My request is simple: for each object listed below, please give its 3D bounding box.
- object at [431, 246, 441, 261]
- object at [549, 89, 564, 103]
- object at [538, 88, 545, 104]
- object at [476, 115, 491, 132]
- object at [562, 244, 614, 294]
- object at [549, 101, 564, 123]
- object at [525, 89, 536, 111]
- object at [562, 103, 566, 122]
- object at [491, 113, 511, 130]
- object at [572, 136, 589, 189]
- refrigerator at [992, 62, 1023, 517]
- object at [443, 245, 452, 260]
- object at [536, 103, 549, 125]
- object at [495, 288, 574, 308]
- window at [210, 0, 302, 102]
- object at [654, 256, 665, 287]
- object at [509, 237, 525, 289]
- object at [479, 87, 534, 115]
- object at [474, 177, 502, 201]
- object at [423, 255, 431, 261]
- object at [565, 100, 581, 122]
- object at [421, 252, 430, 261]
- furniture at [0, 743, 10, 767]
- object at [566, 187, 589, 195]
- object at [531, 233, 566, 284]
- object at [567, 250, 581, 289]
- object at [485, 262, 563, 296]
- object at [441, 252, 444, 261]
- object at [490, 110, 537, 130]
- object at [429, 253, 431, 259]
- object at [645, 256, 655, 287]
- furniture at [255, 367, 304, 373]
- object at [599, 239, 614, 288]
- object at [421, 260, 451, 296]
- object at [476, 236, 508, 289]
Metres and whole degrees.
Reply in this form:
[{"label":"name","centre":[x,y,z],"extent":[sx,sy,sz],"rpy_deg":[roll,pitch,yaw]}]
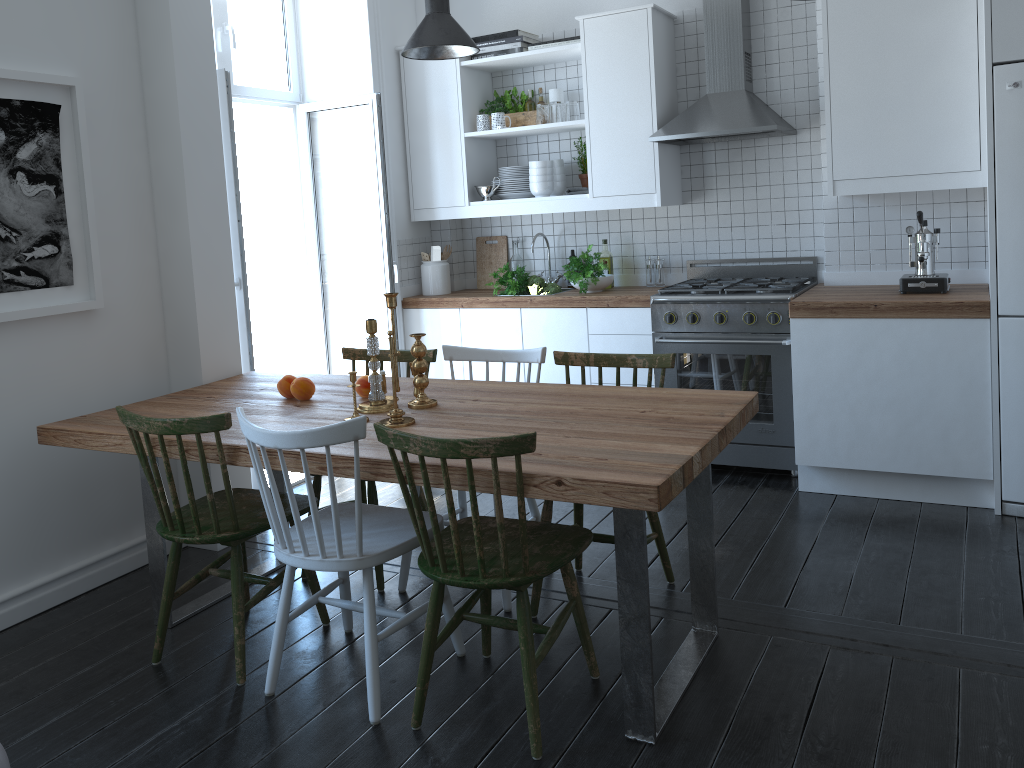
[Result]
[{"label":"object","centre":[-0.464,-0.698,5.384],"extent":[0.064,0.287,0.142],"rpy_deg":[-3,6,2]},{"label":"object","centre":[0.263,-1.605,5.134],"extent":[0.085,0.220,0.086],"rpy_deg":[0,6,35]},{"label":"object","centre":[0.175,-1.628,5.189],"extent":[0.056,0.231,0.056],"rpy_deg":[-1,5,31]},{"label":"object","centre":[-0.167,-1.525,5.170],"extent":[0.083,0.099,0.110],"rpy_deg":[-4,8,-2]},{"label":"object","centre":[0.417,-0.642,4.894],"extent":[0.271,0.266,0.343],"rpy_deg":[-1,9,18]},{"label":"object","centre":[0.244,-1.507,4.895],"extent":[0.087,0.118,0.086],"rpy_deg":[-9,8,-38]},{"label":"object","centre":[0.110,-1.617,5.175],"extent":[0.060,0.223,0.060],"rpy_deg":[-3,5,11]},{"label":"object","centre":[0.285,-1.525,4.975],"extent":[0.086,0.118,0.087],"rpy_deg":[-4,7,-3]},{"label":"object","centre":[-0.066,-1.517,5.098],"extent":[0.108,0.099,0.084],"rpy_deg":[-1,8,17]},{"label":"object","centre":[0.452,-1.272,5.071],"extent":[0.171,0.362,0.166],"rpy_deg":[-6,6,-24]},{"label":"refrigerator","centre":[2.329,-0.403,3.634],"extent":[0.576,1.784,0.689],"rpy_deg":[-1,6,28]},{"label":"object","centre":[-0.420,-0.704,5.391],"extent":[0.131,0.293,0.057],"rpy_deg":[-3,5,8]},{"label":"object","centre":[0.176,-1.513,4.949],"extent":[0.087,0.118,0.086],"rpy_deg":[-9,8,-38]},{"label":"object","centre":[0.139,-0.480,5.112],"extent":[0.372,0.110,0.359],"rpy_deg":[2,12,28]},{"label":"window","centre":[-1.536,-1.878,4.681],"extent":[0.105,0.649,1.197],"rpy_deg":[-1,9,28]},{"label":"object","centre":[0.832,-0.634,4.964],"extent":[0.059,0.171,0.060],"rpy_deg":[1,7,42]},{"label":"object","centre":[0.027,-0.742,5.410],"extent":[0.097,0.314,0.099],"rpy_deg":[-1,6,28]},{"label":"object","centre":[-0.042,-1.641,5.271],"extent":[0.347,0.252,0.166],"rpy_deg":[-1,7,18]},{"label":"object","centre":[-0.138,-1.134,5.133],"extent":[0.210,0.133,0.103],"rpy_deg":[4,10,40]},{"label":"object","centre":[-0.497,-0.677,5.386],"extent":[0.061,0.249,0.118],"rpy_deg":[-6,6,-32]},{"label":"object","centre":[0.337,-1.515,4.906],"extent":[0.086,0.118,0.087],"rpy_deg":[-4,7,-3]},{"label":"object","centre":[-0.514,-0.677,5.368],"extent":[0.054,0.260,0.151],"rpy_deg":[-3,6,3]},{"label":"furniture","centre":[-1.282,0.926,1.669],"extent":[0.609,0.415,0.624],"rpy_deg":[0,10,22]},{"label":"object","centre":[0.390,-1.087,4.971],"extent":[0.245,0.042,0.281],"rpy_deg":[1,12,21]},{"label":"object","centre":[0.218,-0.723,5.210],"extent":[0.188,0.349,0.278],"rpy_deg":[-3,7,5]},{"label":"object","centre":[0.366,-0.683,5.228],"extent":[0.085,0.228,0.086],"rpy_deg":[-4,5,-7]},{"label":"object","centre":[0.078,-0.556,5.062],"extent":[0.469,0.304,0.287],"rpy_deg":[-3,7,1]},{"label":"object","centre":[-0.424,-0.682,5.399],"extent":[0.050,0.245,0.115],"rpy_deg":[-4,6,-7]},{"label":"object","centre":[0.029,-1.553,5.241],"extent":[0.393,0.102,0.155],"rpy_deg":[2,11,28]},{"label":"object","centre":[-0.456,-0.683,5.412],"extent":[0.118,0.247,0.034],"rpy_deg":[-1,5,29]},{"label":"object","centre":[0.788,-0.641,5.012],"extent":[0.059,0.171,0.060],"rpy_deg":[1,7,42]},{"label":"furniture","centre":[-1.700,0.105,5.983],"extent":[0.920,0.371,0.406],"rpy_deg":[2,10,28]},{"label":"object","centre":[0.543,-0.695,5.084],"extent":[0.066,0.280,0.067],"rpy_deg":[-2,5,23]},{"label":"object","centre":[-0.465,-0.651,5.377],"extent":[0.174,0.206,0.176],"rpy_deg":[1,8,33]},{"label":"object","centre":[-0.125,-0.761,5.525],"extent":[0.220,0.327,0.041],"rpy_deg":[0,6,28]}]
